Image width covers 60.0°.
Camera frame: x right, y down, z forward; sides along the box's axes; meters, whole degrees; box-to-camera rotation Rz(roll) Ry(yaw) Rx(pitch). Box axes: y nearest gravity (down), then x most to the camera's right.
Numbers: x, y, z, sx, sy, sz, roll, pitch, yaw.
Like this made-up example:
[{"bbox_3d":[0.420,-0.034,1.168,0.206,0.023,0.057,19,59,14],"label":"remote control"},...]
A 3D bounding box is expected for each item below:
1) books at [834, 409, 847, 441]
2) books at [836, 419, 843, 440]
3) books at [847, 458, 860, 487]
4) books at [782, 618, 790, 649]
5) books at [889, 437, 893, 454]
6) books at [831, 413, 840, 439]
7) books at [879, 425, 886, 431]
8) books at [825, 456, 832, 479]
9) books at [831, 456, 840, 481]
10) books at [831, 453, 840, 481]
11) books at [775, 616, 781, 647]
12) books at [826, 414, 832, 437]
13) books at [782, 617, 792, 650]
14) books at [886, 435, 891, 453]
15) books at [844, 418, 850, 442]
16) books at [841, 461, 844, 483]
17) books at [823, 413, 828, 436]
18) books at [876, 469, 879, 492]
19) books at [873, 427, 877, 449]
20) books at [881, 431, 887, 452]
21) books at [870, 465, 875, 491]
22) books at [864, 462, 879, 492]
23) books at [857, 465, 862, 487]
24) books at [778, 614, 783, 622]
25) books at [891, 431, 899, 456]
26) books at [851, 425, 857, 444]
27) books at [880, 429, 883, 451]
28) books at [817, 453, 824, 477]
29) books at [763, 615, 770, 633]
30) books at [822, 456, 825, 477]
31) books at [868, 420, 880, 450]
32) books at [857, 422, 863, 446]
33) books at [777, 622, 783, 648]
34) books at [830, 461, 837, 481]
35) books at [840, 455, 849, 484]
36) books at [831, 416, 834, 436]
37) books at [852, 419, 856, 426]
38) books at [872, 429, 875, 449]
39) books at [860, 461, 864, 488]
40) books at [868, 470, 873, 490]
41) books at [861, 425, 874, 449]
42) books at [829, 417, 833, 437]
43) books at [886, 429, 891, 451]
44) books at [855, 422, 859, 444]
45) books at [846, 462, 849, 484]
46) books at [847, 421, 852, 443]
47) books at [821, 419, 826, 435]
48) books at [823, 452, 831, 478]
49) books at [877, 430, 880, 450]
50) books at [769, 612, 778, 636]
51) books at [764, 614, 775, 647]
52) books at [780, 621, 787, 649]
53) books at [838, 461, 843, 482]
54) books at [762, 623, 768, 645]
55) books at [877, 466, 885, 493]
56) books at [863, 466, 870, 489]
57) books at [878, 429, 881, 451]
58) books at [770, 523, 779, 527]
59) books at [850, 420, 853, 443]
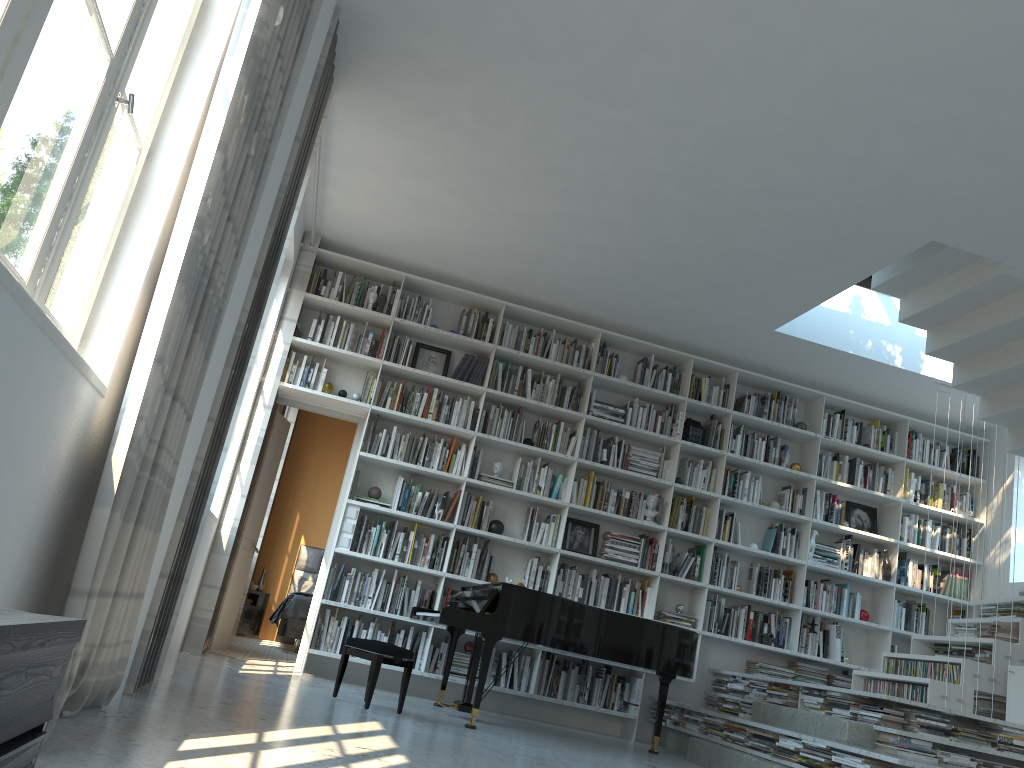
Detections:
[{"bbox_3d":[2.915,0.399,7.917,0.014,0.331,0.181,15,-16,-10],"label":"books"},{"bbox_3d":[2.881,0.443,7.909,0.031,0.230,0.148,15,-16,-10],"label":"books"},{"bbox_3d":[2.960,0.797,7.794,0.032,0.264,0.246,15,-16,-10],"label":"books"},{"bbox_3d":[2.237,2.076,7.357,0.026,0.257,0.157,15,-16,-10],"label":"books"},{"bbox_3d":[3.383,0.593,8.019,0.031,0.210,0.132,15,-16,-10],"label":"books"},{"bbox_3d":[2.849,0.411,7.907,0.048,0.277,0.150,15,-16,-10],"label":"books"},{"bbox_3d":[3.319,0.530,8.008,0.020,0.298,0.131,15,-16,-10],"label":"books"},{"bbox_3d":[2.758,0.768,7.814,0.026,0.250,0.131,15,-16,-10],"label":"books"},{"bbox_3d":[2.812,0.772,7.807,0.026,0.260,0.168,15,-16,-10],"label":"books"},{"bbox_3d":[2.831,0.762,7.823,0.011,0.295,0.163,15,-16,-10],"label":"books"},{"bbox_3d":[2.165,2.056,7.355,0.021,0.264,0.150,15,-16,-10],"label":"books"},{"bbox_3d":[2.763,0.403,7.879,0.026,0.241,0.185,15,-16,-10],"label":"books"},{"bbox_3d":[2.263,2.075,7.363,0.025,0.271,0.171,15,-16,-10],"label":"books"},{"bbox_3d":[3.336,0.574,7.986,0.029,0.209,0.170,15,-16,-10],"label":"books"},{"bbox_3d":[2.948,0.444,7.919,0.014,0.261,0.168,15,-16,-10],"label":"books"},{"bbox_3d":[2.867,0.806,7.836,0.024,0.235,0.147,15,-16,-10],"label":"books"},{"bbox_3d":[2.738,0.393,7.880,0.025,0.250,0.178,15,-16,-10],"label":"books"},{"bbox_3d":[3.201,0.884,7.882,0.011,0.248,0.152,15,-16,-10],"label":"books"},{"bbox_3d":[3.210,0.520,7.970,0.016,0.251,0.189,15,-16,-10],"label":"books"},{"bbox_3d":[3.300,0.551,7.977,0.018,0.234,0.186,15,-16,-10],"label":"books"},{"bbox_3d":[3.152,0.864,7.877,0.023,0.263,0.156,15,-16,-10],"label":"books"},{"bbox_3d":[3.179,0.852,7.872,0.022,0.293,0.181,15,-16,-10],"label":"books"},{"bbox_3d":[3.012,0.837,7.828,0.030,0.229,0.187,15,-16,-10],"label":"books"},{"bbox_3d":[2.192,2.059,7.375,0.012,0.281,0.144,15,-16,-10],"label":"books"},{"bbox_3d":[3.421,0.571,8.010,0.026,0.262,0.163,15,-16,-10],"label":"books"},{"bbox_3d":[3.002,0.487,7.918,0.024,0.201,0.190,15,-16,-10],"label":"books"},{"bbox_3d":[3.280,0.541,7.997,0.017,0.256,0.147,15,-16,-10],"label":"books"},{"bbox_3d":[2.681,0.743,7.793,0.012,0.253,0.161,15,-16,-10],"label":"books"},{"bbox_3d":[2.073,2.038,7.331,0.012,0.248,0.165,15,-16,-10],"label":"books"},{"bbox_3d":[2.691,0.754,7.791,0.013,0.236,0.142,15,-16,-10],"label":"books"},{"bbox_3d":[3.244,0.495,7.984,0.007,0.320,0.166,15,-16,-10],"label":"books"},{"bbox_3d":[3.071,0.481,7.947,0.030,0.257,0.165,15,-16,-10],"label":"books"},{"bbox_3d":[2.180,2.079,7.340,0.013,0.219,0.169,15,-16,-10],"label":"books"},{"bbox_3d":[2.783,0.789,7.791,0.025,0.207,0.175,15,-16,-10],"label":"books"},{"bbox_3d":[2.901,0.783,7.828,0.026,0.287,0.156,15,-16,-10],"label":"books"},{"bbox_3d":[2.806,0.419,7.913,0.027,0.249,0.140,15,-16,-10],"label":"books"},{"bbox_3d":[3.021,0.461,7.956,0.012,0.278,0.153,15,-16,-10],"label":"books"},{"bbox_3d":[3.189,0.529,7.957,0.008,0.220,0.183,15,-16,-10],"label":"books"},{"bbox_3d":[3.063,0.833,7.870,0.048,0.282,0.162,15,-16,-10],"label":"books"},{"bbox_3d":[3.124,0.877,7.858,0.031,0.217,0.166,15,-16,-10],"label":"books"},{"bbox_3d":[3.180,0.508,7.957,0.019,0.255,0.169,15,-16,-10],"label":"books"},{"bbox_3d":[2.784,0.416,7.889,0.024,0.230,0.169,15,-16,-10],"label":"books"},{"bbox_3d":[3.365,0.553,8.018,0.025,0.278,0.136,15,-16,-10],"label":"books"},{"bbox_3d":[3.048,0.480,7.955,0.012,0.253,0.161,15,-16,-10],"label":"books"},{"bbox_3d":[2.918,0.815,7.835,0.025,0.237,0.143,15,-16,-10],"label":"books"},{"bbox_3d":[2.963,0.461,7.919,0.022,0.235,0.172,15,-16,-10],"label":"books"},{"bbox_3d":[2.711,0.417,7.855,0.022,0.182,0.190,15,-16,-10],"label":"books"},{"bbox_3d":[2.726,0.741,7.803,0.052,0.281,0.167,15,-16,-10],"label":"books"},{"bbox_3d":[3.243,0.540,7.964,0.007,0.225,0.170,15,-16,-10],"label":"books"},{"bbox_3d":[2.152,2.038,7.355,0.013,0.293,0.135,15,-16,-10],"label":"books"},{"bbox_3d":[2.113,2.038,7.335,0.070,0.265,0.186,15,-16,-10],"label":"books"},{"bbox_3d":[2.212,2.082,7.342,0.025,0.227,0.176,15,-16,-10],"label":"books"},{"bbox_3d":[2.844,0.801,7.816,0.030,0.223,0.158,15,-16,-10],"label":"books"},{"bbox_3d":[2.049,2.064,7.317,0.025,0.180,0.169,15,-16,-10],"label":"books"},{"bbox_3d":[3.228,0.877,7.880,0.036,0.271,0.177,15,-16,-10],"label":"books"},{"bbox_3d":[3.094,0.855,7.848,0.014,0.239,0.190,15,-16,-10],"label":"books"},{"bbox_3d":[3.260,0.535,7.977,0.031,0.248,0.165,15,-16,-10],"label":"books"},{"bbox_3d":[2.225,1.335,7.552,0.016,0.289,0.135,15,-16,-10],"label":"books"},{"bbox_3d":[2.983,0.460,7.933,0.021,0.253,0.151,15,-16,-10],"label":"books"}]
